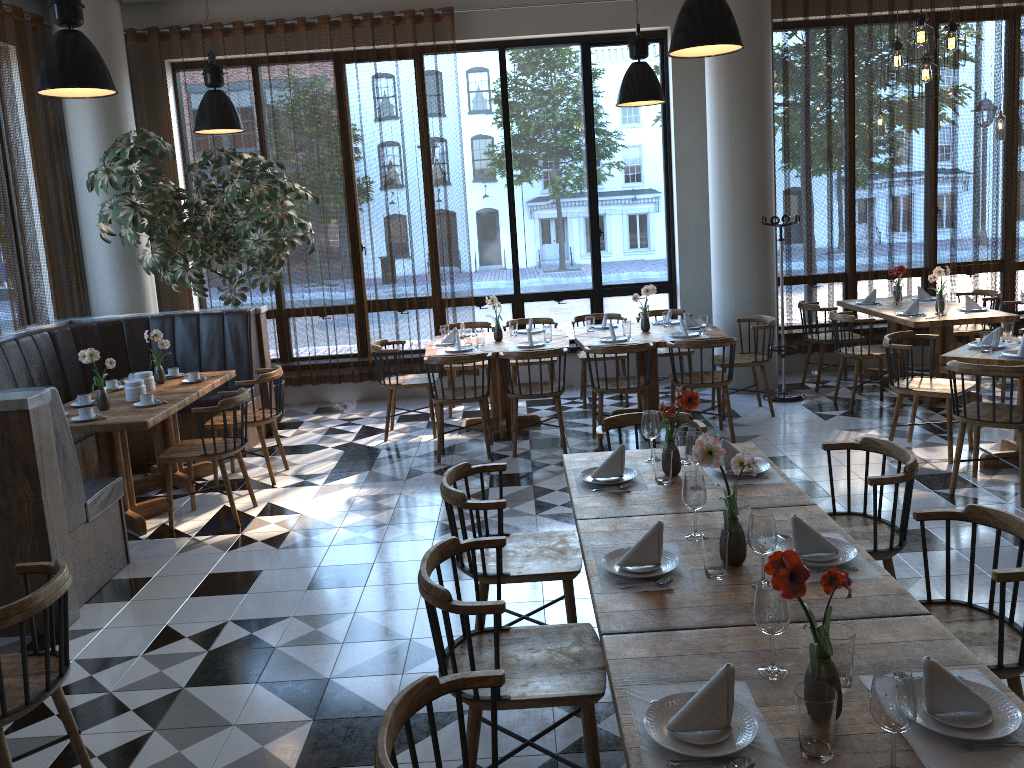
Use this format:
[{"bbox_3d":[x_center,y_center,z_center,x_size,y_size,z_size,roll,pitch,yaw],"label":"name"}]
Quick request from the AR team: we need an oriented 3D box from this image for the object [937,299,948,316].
[{"bbox_3d":[3.557,-0.630,7.321,0.080,0.131,0.080,-6,10,-14],"label":"object"}]

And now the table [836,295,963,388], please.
[{"bbox_3d":[3.665,-0.398,8.418,0.850,0.759,0.856,-4,10,0],"label":"table"}]

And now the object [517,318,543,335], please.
[{"bbox_3d":[0.166,-0.528,7.920,0.352,0.136,0.274,-4,11,1],"label":"object"}]

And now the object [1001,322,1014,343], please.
[{"bbox_3d":[3.320,-0.344,5.939,0.080,0.131,0.080,-8,10,-24],"label":"object"}]

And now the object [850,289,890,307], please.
[{"bbox_3d":[3.368,-0.825,8.366,0.272,0.136,0.354,-4,11,1],"label":"object"}]

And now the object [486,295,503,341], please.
[{"bbox_3d":[-0.151,-0.561,7.513,0.146,0.397,0.208,-4,9,-1],"label":"object"}]

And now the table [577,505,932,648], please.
[{"bbox_3d":[0.677,0.908,2.751,0.850,0.759,0.856,-4,10,0],"label":"table"}]

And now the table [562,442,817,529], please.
[{"bbox_3d":[0.674,0.743,3.594,0.850,0.759,0.856,-4,10,0],"label":"table"}]

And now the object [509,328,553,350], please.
[{"bbox_3d":[0.145,-0.372,7.129,0.352,0.136,0.274,-4,11,1],"label":"object"}]

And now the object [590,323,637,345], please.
[{"bbox_3d":[0.808,-0.414,7.125,0.352,0.136,0.274,-4,11,1],"label":"object"}]

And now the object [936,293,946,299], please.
[{"bbox_3d":[3.735,-0.718,7.712,0.080,0.131,0.080,-6,10,-14],"label":"object"}]

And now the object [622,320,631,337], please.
[{"bbox_3d":[0.948,-0.459,7.317,0.080,0.131,0.080,-6,10,-14],"label":"object"}]

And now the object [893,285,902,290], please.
[{"bbox_3d":[3.733,-0.886,8.570,0.080,0.131,0.080,1,10,25],"label":"object"}]

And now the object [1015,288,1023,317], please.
[{"bbox_3d":[3.282,-0.414,5.618,0.146,0.397,0.208,0,10,20],"label":"object"}]

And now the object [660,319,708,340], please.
[{"bbox_3d":[1.380,-0.451,7.121,0.352,0.136,0.274,-4,11,1],"label":"object"}]

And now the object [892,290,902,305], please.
[{"bbox_3d":[3.555,-0.798,8.179,0.080,0.131,0.080,1,10,25],"label":"object"}]

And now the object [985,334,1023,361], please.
[{"bbox_3d":[3.133,-0.236,5.438,0.273,0.136,0.353,-14,15,-43],"label":"object"}]

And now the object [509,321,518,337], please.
[{"bbox_3d":[0.013,-0.481,7.745,0.080,0.131,0.080,-6,10,-14],"label":"object"}]

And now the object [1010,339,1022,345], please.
[{"bbox_3d":[3.479,-0.296,5.630,0.583,0.136,0.580,7,15,44],"label":"object"}]

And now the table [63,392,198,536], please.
[{"bbox_3d":[-2.555,0.539,5.710,0.850,0.759,0.856,-4,10,0],"label":"table"}]

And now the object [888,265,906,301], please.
[{"bbox_3d":[3.610,-0.939,8.304,0.156,0.353,0.172,0,10,23],"label":"object"}]

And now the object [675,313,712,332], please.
[{"bbox_3d":[1.534,-0.541,7.528,0.272,0.136,0.354,-4,11,1],"label":"object"}]

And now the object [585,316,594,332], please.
[{"bbox_3d":[0.681,-0.518,7.708,0.080,0.131,0.080,-6,10,-14],"label":"object"}]

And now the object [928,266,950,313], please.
[{"bbox_3d":[3.600,-0.798,7.472,0.147,0.397,0.207,-10,11,-35],"label":"object"}]

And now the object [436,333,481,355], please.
[{"bbox_3d":[-0.432,-0.335,7.133,0.352,0.136,0.274,-4,11,1],"label":"object"}]

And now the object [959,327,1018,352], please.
[{"bbox_3d":[3.129,-0.309,5.813,0.272,0.136,0.353,7,15,45],"label":"object"}]

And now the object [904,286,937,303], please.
[{"bbox_3d":[3.900,-0.860,8.369,0.272,0.136,0.354,-4,11,1],"label":"object"}]

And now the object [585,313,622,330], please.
[{"bbox_3d":[0.829,-0.571,7.915,0.352,0.136,0.274,-4,11,1],"label":"object"}]

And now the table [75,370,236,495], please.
[{"bbox_3d":[-2.558,0.374,6.555,0.850,0.759,0.856,-4,10,0],"label":"table"}]

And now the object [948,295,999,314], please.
[{"bbox_3d":[3.903,-0.688,7.490,0.272,0.136,0.354,-4,11,1],"label":"object"}]

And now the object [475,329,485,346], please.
[{"bbox_3d":[-0.262,-0.381,7.326,0.080,0.131,0.080,-6,10,-14],"label":"object"}]

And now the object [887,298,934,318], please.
[{"bbox_3d":[3.371,-0.653,7.488,0.272,0.136,0.354,-4,11,1],"label":"object"}]

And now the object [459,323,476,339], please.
[{"bbox_3d":[-0.444,-0.489,7.924,0.352,0.136,0.274,-4,11,1],"label":"object"}]

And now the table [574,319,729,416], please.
[{"bbox_3d":[1.163,-0.073,7.594,1.214,0.759,1.224,-3,10,4],"label":"table"}]

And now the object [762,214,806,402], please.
[{"bbox_3d":[2.434,-0.684,7.975,0.375,1.648,0.376,-6,9,-17],"label":"object"}]

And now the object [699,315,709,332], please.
[{"bbox_3d":[1.579,-0.493,7.283,0.080,0.131,0.080,-6,10,-14],"label":"object"}]

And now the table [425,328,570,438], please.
[{"bbox_3d":[-0.096,0.008,7.603,1.214,0.759,1.224,-3,10,4],"label":"table"}]

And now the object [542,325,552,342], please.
[{"bbox_3d":[0.295,-0.417,7.322,0.080,0.131,0.080,-6,10,-14],"label":"object"}]

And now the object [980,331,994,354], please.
[{"bbox_3d":[3.014,-0.263,5.628,0.080,0.131,0.080,-8,10,-24],"label":"object"}]

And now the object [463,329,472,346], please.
[{"bbox_3d":[-0.366,-0.382,7.365,0.080,0.131,0.080,-6,10,-14],"label":"object"}]

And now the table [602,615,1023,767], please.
[{"bbox_3d":[0.679,1.073,1.907,0.850,0.759,0.856,-4,10,0],"label":"table"}]

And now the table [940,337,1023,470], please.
[{"bbox_3d":[3.346,0.156,5.696,0.866,0.759,0.868,6,14,45],"label":"table"}]

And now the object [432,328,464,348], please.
[{"bbox_3d":[-0.539,-0.405,7.529,0.272,0.136,0.354,-4,11,1],"label":"object"}]

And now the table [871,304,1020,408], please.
[{"bbox_3d":[3.668,-0.232,7.572,0.850,0.759,0.856,-4,10,0],"label":"table"}]

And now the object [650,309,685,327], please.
[{"bbox_3d":[1.401,-0.607,7.912,0.352,0.136,0.274,-4,11,1],"label":"object"}]
